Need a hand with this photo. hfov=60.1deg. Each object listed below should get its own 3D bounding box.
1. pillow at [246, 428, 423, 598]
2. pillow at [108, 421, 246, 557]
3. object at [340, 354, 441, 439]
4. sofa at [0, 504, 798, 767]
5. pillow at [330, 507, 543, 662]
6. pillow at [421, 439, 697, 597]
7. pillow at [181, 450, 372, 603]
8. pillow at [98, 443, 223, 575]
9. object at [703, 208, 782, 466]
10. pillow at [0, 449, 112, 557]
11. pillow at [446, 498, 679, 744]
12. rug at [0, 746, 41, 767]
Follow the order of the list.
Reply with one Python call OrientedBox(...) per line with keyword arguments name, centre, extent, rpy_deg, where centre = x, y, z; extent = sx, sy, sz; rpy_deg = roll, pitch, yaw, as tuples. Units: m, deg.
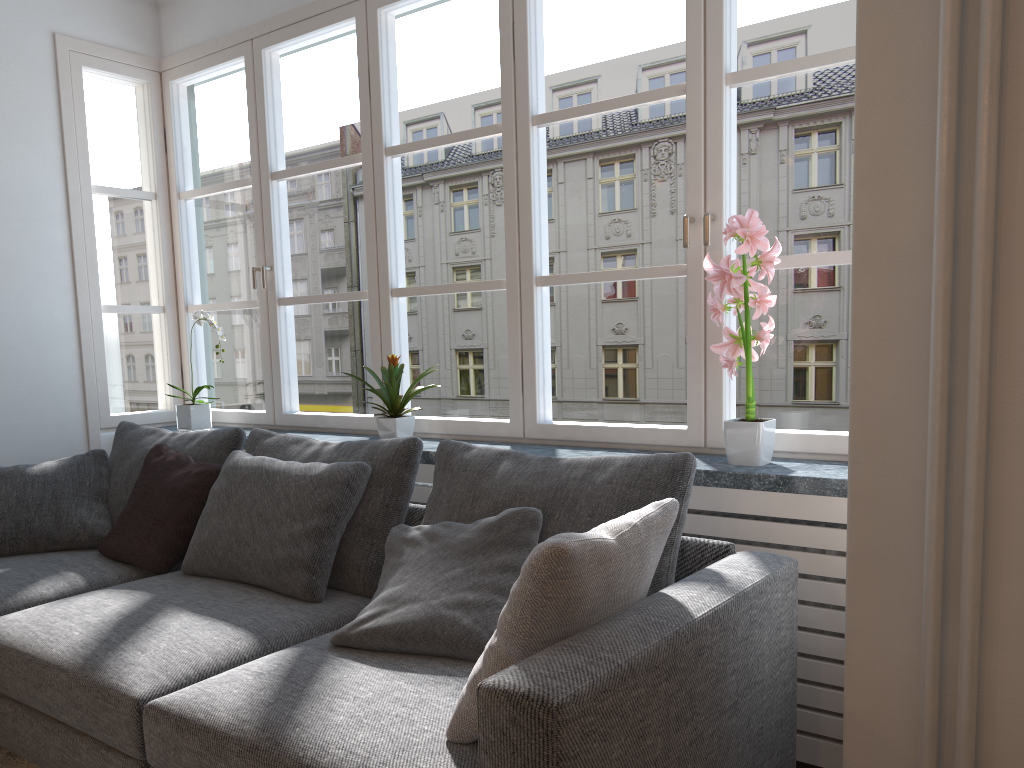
OrientedBox(name="pillow", centre=(-0.660, 0.401, 2.906), extent=(0.838, 0.478, 0.275), rpy_deg=(1, 6, 37))
OrientedBox(name="pillow", centre=(-1.362, 0.399, 3.419), extent=(0.835, 0.482, 0.273), rpy_deg=(1, 6, 37))
OrientedBox(name="object", centre=(-0.414, 0.053, 3.235), extent=(0.376, 0.331, 0.320), rpy_deg=(-1, 5, 12))
OrientedBox(name="sofa", centre=(-1.136, 0.762, 2.219), extent=(3.063, 0.677, 2.029), rpy_deg=(1, 4, 37))
OrientedBox(name="pillow", centre=(-0.176, 0.479, 2.239), extent=(0.492, 0.323, 0.441), rpy_deg=(0, 4, 19))
OrientedBox(name="pillow", centre=(0.064, 0.408, 2.350), extent=(0.835, 0.480, 0.273), rpy_deg=(1, 6, 37))
OrientedBox(name="pillow", centre=(-0.757, 0.434, 2.804), extent=(0.666, 0.400, 0.290), rpy_deg=(1, 6, 37))
OrientedBox(name="pillow", centre=(-1.251, 0.432, 3.145), extent=(0.520, 0.406, 0.309), rpy_deg=(2, 6, 39))
OrientedBox(name="object", centre=(0.635, -0.122, 2.437), extent=(0.201, 0.696, 0.295), rpy_deg=(0, 6, 16))
OrientedBox(name="pillow", centre=(-1.782, 0.450, 3.366), extent=(0.514, 0.362, 0.344), rpy_deg=(-3, 5, -14))
OrientedBox(name="pillow", centre=(0.112, 0.452, 1.744), extent=(0.286, 0.417, 0.491), rpy_deg=(2, 6, 36))
OrientedBox(name="rug", centre=(-1.822, 1.150, 1.378), extent=(2.837, 0.012, 2.819), rpy_deg=(-1, 3, 17))
